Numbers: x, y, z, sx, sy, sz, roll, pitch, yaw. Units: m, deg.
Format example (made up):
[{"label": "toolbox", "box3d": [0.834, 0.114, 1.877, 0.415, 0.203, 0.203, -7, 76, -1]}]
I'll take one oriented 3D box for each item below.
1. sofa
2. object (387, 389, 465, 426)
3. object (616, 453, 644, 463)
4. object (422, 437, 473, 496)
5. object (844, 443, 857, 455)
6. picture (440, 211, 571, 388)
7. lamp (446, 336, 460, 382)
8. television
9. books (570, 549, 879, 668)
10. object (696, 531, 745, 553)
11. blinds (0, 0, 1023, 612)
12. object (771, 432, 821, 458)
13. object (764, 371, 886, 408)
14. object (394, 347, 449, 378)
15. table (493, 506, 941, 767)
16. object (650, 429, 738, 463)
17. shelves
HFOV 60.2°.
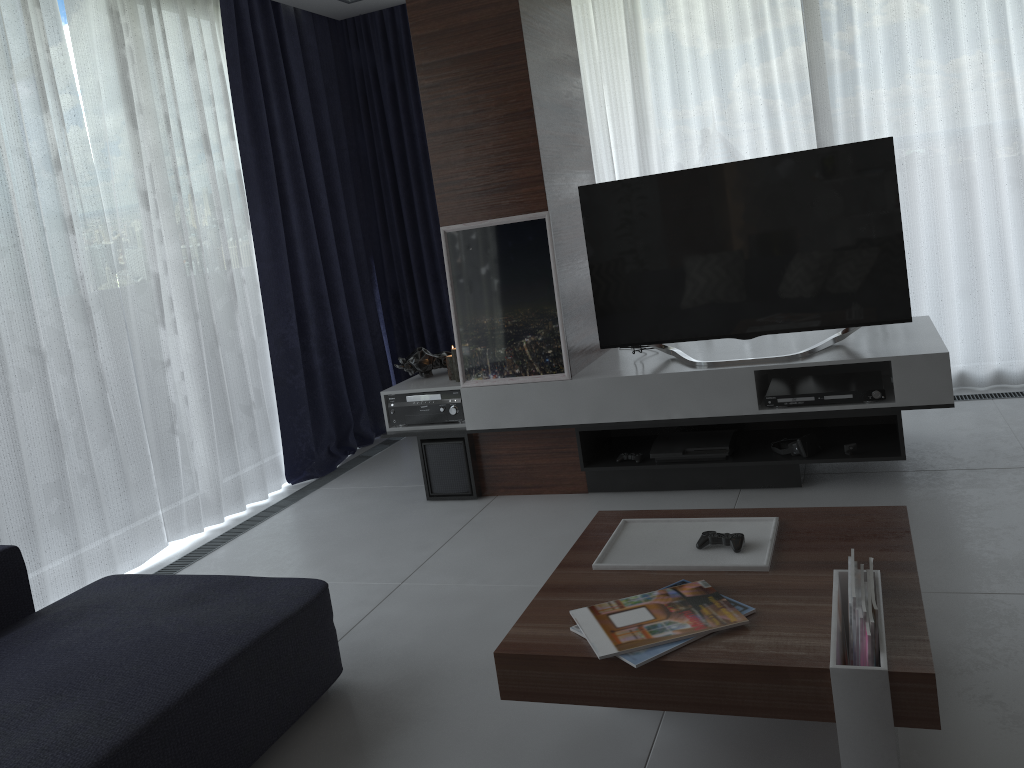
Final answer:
[{"label": "sofa", "box3d": [-0.421, 0.696, 1.391, 2.864, 0.602, 1.926, -4, 11, 22]}, {"label": "object", "box3d": [-0.333, 0.078, 4.138, 0.368, 0.149, 0.374, -5, 10, 22]}, {"label": "object", "box3d": [0.494, 0.303, 3.677, 0.112, 0.036, 0.071, -2, 11, 35]}, {"label": "object", "box3d": [-0.246, 0.350, 4.032, 0.212, 0.249, 0.258, -5, 8, 22]}, {"label": "object", "box3d": [1.279, 0.246, 3.336, 0.044, 0.043, 0.044, -5, 8, 22]}, {"label": "picture", "box3d": [-0.032, -0.348, 3.734, 0.498, 0.694, 0.054, -6, 6, 22]}, {"label": "lamp", "box3d": [-0.254, -0.122, 4.046, 0.078, 0.209, 0.154, -11, 7, -19]}, {"label": "television", "box3d": [0.913, -0.499, 3.567, 1.226, 0.779, 0.301, -5, 7, 22]}, {"label": "books", "box3d": [4.204, -0.002, 1.716, 8.233, 0.369, 0.409, -8, 8, 1]}, {"label": "object", "box3d": [0.499, 0.370, 2.104, 0.112, 0.036, 0.071, -2, 11, 35]}, {"label": "blinds", "box3d": [0.340, -0.538, 1.524, 5.781, 2.745, 7.238, -4, 11, 25]}, {"label": "object", "box3d": [1.101, 0.232, 3.467, 0.118, 0.078, 0.184, -15, 12, -37]}, {"label": "object", "box3d": [1.225, 0.022, 3.458, 0.429, 0.052, 0.340, -4, 11, 22]}, {"label": "object", "box3d": [-0.413, -0.110, 4.273, 0.312, 0.149, 0.138, -12, 8, -21]}, {"label": "table", "box3d": [0.497, 0.579, 1.994, 0.798, 0.349, 0.817, -5, 10, 22]}, {"label": "object", "box3d": [0.758, 0.250, 3.661, 0.313, 0.067, 0.318, -4, 11, 22]}, {"label": "shelves", "box3d": [0.653, 0.116, 3.985, 2.342, 0.494, 0.885, -4, 10, 22]}]
